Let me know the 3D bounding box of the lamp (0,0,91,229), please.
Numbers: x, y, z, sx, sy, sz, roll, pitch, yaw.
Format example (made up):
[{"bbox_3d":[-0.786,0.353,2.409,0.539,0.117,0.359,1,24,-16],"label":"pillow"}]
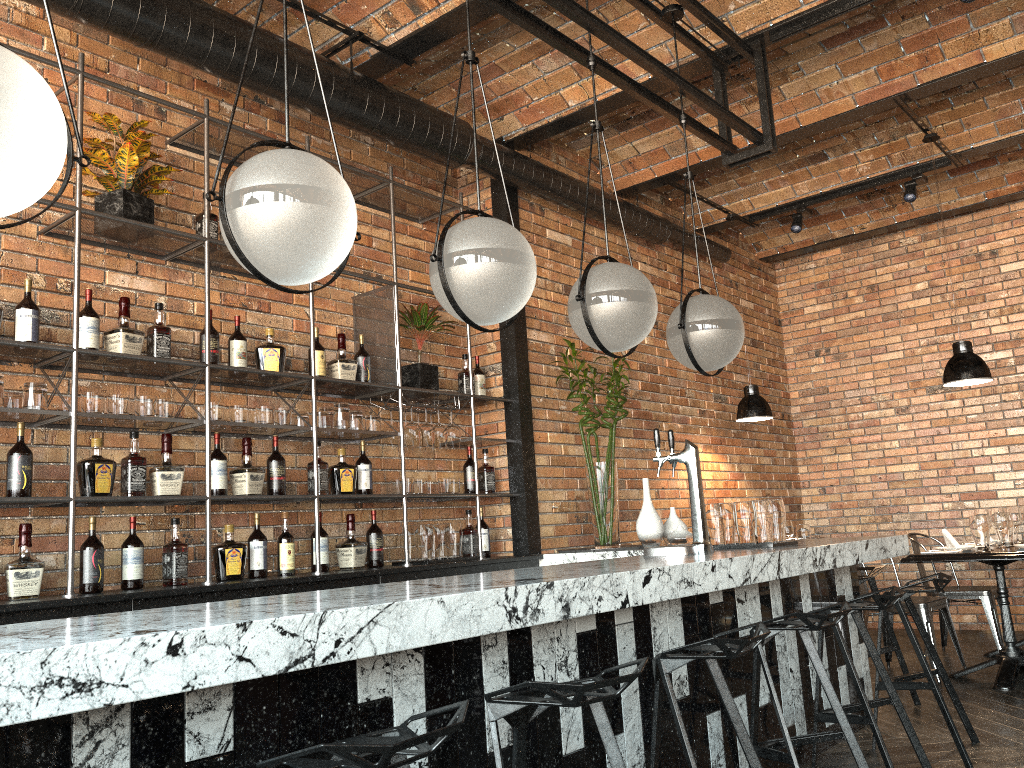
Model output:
[{"bbox_3d":[-1.077,-1.157,1.800,0.340,1.754,0.340,-3,-10,-4],"label":"lamp"}]

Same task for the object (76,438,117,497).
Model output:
[{"bbox_3d":[-1.670,0.343,3.565,0.094,0.248,0.151,-9,-11,28],"label":"object"}]

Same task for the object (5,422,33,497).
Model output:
[{"bbox_3d":[-1.860,0.292,3.352,0.086,0.297,0.086,-3,-10,-2],"label":"object"}]

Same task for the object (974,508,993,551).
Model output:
[{"bbox_3d":[2.798,0.863,5.258,0.092,0.244,0.092,-6,-10,11],"label":"object"}]

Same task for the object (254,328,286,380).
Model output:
[{"bbox_3d":[-1.170,-0.145,4.293,0.151,0.248,0.094,0,-10,-21],"label":"object"}]

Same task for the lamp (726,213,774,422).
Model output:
[{"bbox_3d":[1.816,-0.539,6.966,0.291,1.653,0.291,-6,-10,14],"label":"lamp"}]

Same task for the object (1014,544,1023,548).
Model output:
[{"bbox_3d":[3.080,0.899,5.226,0.232,0.139,0.232,-10,-11,33],"label":"object"}]

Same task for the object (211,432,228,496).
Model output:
[{"bbox_3d":[-1.326,0.367,3.990,0.086,0.298,0.086,-3,-10,-2],"label":"object"}]

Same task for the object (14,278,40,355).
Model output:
[{"bbox_3d":[-1.894,-0.266,3.465,0.086,0.298,0.086,-3,-10,-2],"label":"object"}]

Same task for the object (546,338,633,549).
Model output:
[{"bbox_3d":[0.554,0.225,5.418,0.584,1.546,0.673,-2,-10,-11],"label":"object"}]

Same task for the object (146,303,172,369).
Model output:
[{"bbox_3d":[-1.538,-0.213,3.863,0.083,0.282,0.083,-11,-12,39],"label":"object"}]

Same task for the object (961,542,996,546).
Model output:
[{"bbox_3d":[3.169,1.080,5.996,0.255,0.019,0.157,-12,-12,39],"label":"object"}]

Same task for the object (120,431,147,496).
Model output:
[{"bbox_3d":[-1.572,0.339,3.686,0.083,0.282,0.083,-11,-12,39],"label":"object"}]

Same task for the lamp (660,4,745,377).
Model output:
[{"bbox_3d":[0.809,-0.897,4.029,0.340,1.754,0.340,-3,-10,-4],"label":"lamp"}]

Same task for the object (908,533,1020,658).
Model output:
[{"bbox_3d":[3.134,1.461,6.203,0.558,0.857,0.504,-11,-12,39],"label":"object"}]

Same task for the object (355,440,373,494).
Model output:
[{"bbox_3d":[-0.777,0.445,4.647,0.086,0.298,0.086,-3,-10,-2],"label":"object"}]

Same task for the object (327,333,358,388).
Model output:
[{"bbox_3d":[-0.883,-0.124,4.615,0.123,0.279,0.123,5,-13,-41],"label":"object"}]

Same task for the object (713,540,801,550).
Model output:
[{"bbox_3d":[1.068,0.742,4.074,0.437,0.019,0.273,-11,-12,39],"label":"object"}]

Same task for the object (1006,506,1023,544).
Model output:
[{"bbox_3d":[3.362,0.941,5.924,0.092,0.244,0.092,-6,-10,11],"label":"object"}]

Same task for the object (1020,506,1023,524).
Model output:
[{"bbox_3d":[3.556,0.959,6.102,0.092,0.244,0.092,-6,-10,11],"label":"object"}]

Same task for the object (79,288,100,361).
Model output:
[{"bbox_3d":[-1.739,-0.247,3.640,0.086,0.298,0.086,-3,-10,-2],"label":"object"}]

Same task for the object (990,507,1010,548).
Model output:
[{"bbox_3d":[2.992,0.881,5.436,0.092,0.244,0.092,-6,-10,11],"label":"object"}]

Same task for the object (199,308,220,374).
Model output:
[{"bbox_3d":[-1.383,-0.200,4.054,0.086,0.299,0.086,-3,-10,-2],"label":"object"}]

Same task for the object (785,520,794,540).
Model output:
[{"bbox_3d":[2.045,1.133,6.566,0.092,0.244,0.092,6,-13,-44],"label":"object"}]

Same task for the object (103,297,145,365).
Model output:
[{"bbox_3d":[-1.632,-0.227,3.732,0.123,0.279,0.123,-9,-11,28],"label":"object"}]

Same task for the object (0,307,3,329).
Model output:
[{"bbox_3d":[-1.992,-0.258,3.321,0.094,0.248,0.151,-13,-13,43],"label":"object"}]

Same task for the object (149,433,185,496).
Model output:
[{"bbox_3d":[-1.473,0.351,3.782,0.123,0.279,0.123,4,-12,-36],"label":"object"}]

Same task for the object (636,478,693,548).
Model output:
[{"bbox_3d":[0.857,0.735,5.078,0.316,0.397,0.319,-3,-10,-1],"label":"object"}]

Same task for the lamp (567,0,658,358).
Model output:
[{"bbox_3d":[0.338,-0.962,3.472,0.340,1.754,0.340,-3,-10,-4],"label":"lamp"}]

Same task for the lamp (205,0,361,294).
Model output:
[{"bbox_3d":[-0.606,-1.092,2.357,0.340,1.754,0.340,-3,-10,-4],"label":"lamp"}]

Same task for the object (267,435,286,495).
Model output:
[{"bbox_3d":[-1.123,0.393,4.223,0.086,0.299,0.086,-3,-10,-2],"label":"object"}]

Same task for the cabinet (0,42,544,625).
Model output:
[{"bbox_3d":[-2.239,-0.175,2.940,0.564,3.779,7.075,-11,-12,39],"label":"cabinet"}]

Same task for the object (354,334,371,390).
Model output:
[{"bbox_3d":[-0.800,-0.119,4.742,0.086,0.297,0.086,-3,-10,-2],"label":"object"}]

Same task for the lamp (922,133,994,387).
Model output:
[{"bbox_3d":[2.801,-0.818,5.688,0.291,1.653,0.291,-3,-10,-5],"label":"lamp"}]

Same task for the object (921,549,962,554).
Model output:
[{"bbox_3d":[2.605,1.002,5.330,0.255,0.019,0.157,-12,-12,39],"label":"object"}]

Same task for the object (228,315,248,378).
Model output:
[{"bbox_3d":[-1.299,-0.181,4.197,0.086,0.298,0.086,-3,-10,-2],"label":"object"}]

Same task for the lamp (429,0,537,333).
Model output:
[{"bbox_3d":[-0.134,-1.027,2.914,0.340,1.754,0.340,-3,-10,-4],"label":"lamp"}]

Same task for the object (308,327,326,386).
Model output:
[{"bbox_3d":[-0.994,-0.144,4.518,0.086,0.299,0.086,-3,-10,-2],"label":"object"}]

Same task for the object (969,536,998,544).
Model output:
[{"bbox_3d":[3.308,1.046,6.176,0.232,0.139,0.232,-10,-12,33],"label":"object"}]

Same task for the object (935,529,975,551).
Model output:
[{"bbox_3d":[2.744,0.969,5.509,0.232,0.139,0.232,-10,-12,33],"label":"object"}]

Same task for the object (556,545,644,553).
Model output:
[{"bbox_3d":[0.573,0.983,5.297,0.622,0.014,0.622,-6,-10,12],"label":"object"}]

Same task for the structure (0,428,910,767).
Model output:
[{"bbox_3d":[-0.422,0.864,3.077,1.930,1.430,5.346,-11,-12,39],"label":"structure"}]
